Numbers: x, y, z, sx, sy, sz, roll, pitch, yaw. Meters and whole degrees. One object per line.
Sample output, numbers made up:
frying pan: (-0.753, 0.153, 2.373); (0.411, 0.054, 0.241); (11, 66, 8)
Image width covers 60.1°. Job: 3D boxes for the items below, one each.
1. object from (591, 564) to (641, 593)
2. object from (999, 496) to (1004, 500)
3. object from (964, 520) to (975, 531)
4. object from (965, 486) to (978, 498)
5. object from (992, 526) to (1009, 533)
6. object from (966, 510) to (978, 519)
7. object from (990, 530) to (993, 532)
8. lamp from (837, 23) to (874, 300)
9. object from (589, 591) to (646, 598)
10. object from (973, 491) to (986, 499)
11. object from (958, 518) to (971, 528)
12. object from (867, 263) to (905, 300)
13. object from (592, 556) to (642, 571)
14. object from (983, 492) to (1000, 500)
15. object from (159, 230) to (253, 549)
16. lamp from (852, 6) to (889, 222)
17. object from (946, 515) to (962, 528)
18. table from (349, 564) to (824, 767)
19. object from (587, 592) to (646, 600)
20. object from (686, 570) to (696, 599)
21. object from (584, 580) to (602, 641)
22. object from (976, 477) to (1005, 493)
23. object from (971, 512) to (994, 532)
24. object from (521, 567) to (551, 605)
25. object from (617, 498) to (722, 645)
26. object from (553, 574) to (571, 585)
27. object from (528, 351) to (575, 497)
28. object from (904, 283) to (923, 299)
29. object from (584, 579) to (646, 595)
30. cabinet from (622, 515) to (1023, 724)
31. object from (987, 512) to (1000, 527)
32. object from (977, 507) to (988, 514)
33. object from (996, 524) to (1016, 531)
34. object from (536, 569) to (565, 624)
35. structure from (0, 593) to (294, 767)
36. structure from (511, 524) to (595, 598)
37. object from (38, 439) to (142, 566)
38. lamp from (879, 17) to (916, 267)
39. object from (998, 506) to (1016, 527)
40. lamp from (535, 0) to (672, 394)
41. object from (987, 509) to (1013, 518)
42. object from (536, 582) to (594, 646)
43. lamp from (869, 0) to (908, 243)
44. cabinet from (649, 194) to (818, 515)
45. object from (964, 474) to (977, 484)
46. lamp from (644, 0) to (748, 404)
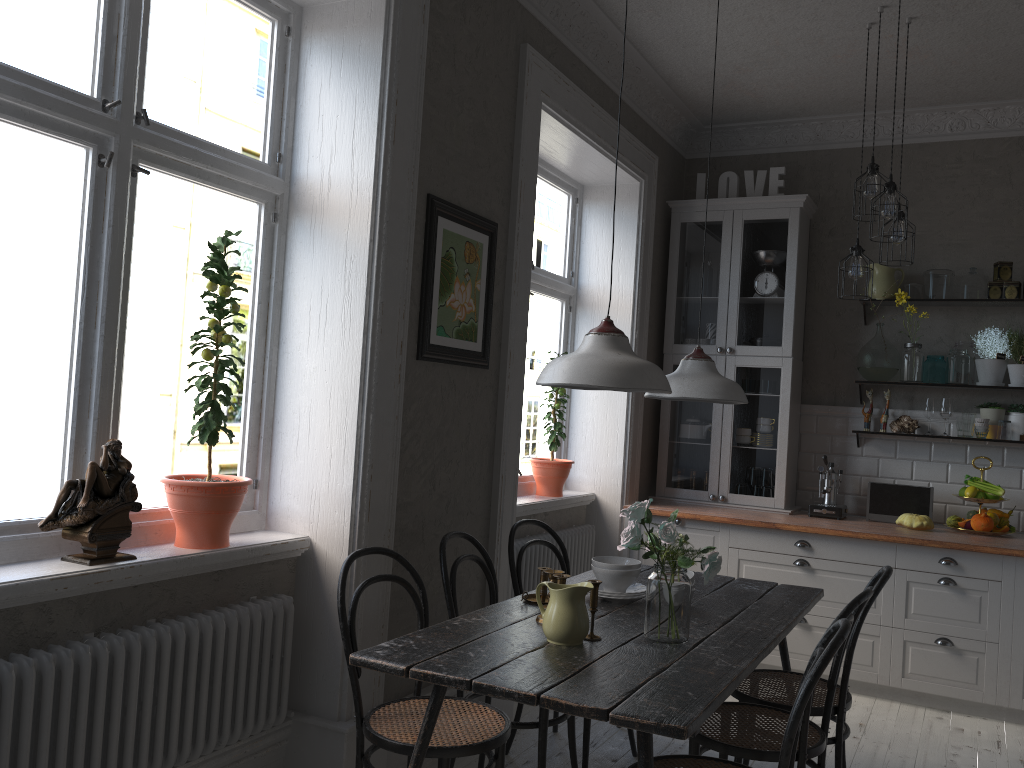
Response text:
object: (0.371, 0.700, 3.177); (0.177, 0.094, 0.182); (3, -2, 18)
object: (2.665, 0.623, 4.848); (0.051, 0.050, 0.050); (2, -2, 36)
object: (2.521, 0.781, 4.898); (0.069, 0.076, 0.231); (3, -1, 10)
object: (2.508, 0.591, 4.837); (0.080, 0.069, 0.058); (5, -2, -44)
object: (2.634, 0.784, 4.778); (0.069, 0.051, 0.089); (4, -2, -15)
object: (2.598, 0.740, 4.945); (0.157, 0.076, 0.077); (5, -2, -37)
object: (2.575, 0.787, 4.814); (0.070, 0.065, 0.070); (5, -2, -42)
lamp: (1.663, -1.268, 4.182); (0.147, 1.735, 0.146); (4, -2, -6)
object: (0.369, 0.744, 3.176); (0.238, 0.027, 0.236); (4, -1, -5)
object: (2.550, 0.616, 4.832); (0.062, 0.061, 0.068); (3, -2, 27)
object: (2.501, 0.770, 4.891); (0.090, 0.057, 0.084); (4, -2, -31)
object: (2.221, -0.603, 5.289); (0.187, 0.216, 0.177); (2, -2, 41)
object: (0.373, 0.680, 3.177); (0.177, 0.094, 0.182); (3, -2, 18)
object: (2.615, 0.622, 4.839); (0.075, 0.062, 0.100); (4, -1, 0)
object: (-0.922, 0.003, 2.739); (0.274, 0.991, 0.266); (4, -2, -24)
lamp: (1.669, -1.612, 4.020); (0.145, 1.735, 0.148); (3, -2, 14)
object: (2.483, 0.767, 4.941); (0.154, 0.072, 0.075); (5, -2, -34)
table: (0.404, 1.129, 2.936); (0.889, 0.735, 1.952); (3, -2, 28)
object: (0.368, 0.753, 3.176); (0.232, 0.027, 0.242); (2, -2, 45)
object: (0.582, 0.719, 3.120); (0.122, 0.119, 0.130); (2, -2, 43)
object: (0.238, 0.661, 2.593); (0.058, 0.167, 0.060); (2, -2, 41)
object: (2.643, 0.568, 4.899); (0.090, 0.096, 0.177); (5, -2, -43)
object: (2.526, 0.742, 4.758); (0.113, 0.111, 0.111); (4, -2, -6)
object: (0.109, 0.691, 3.049); (0.138, 0.112, 0.140); (3, -2, 10)
object: (0.465, 0.551, 2.625); (0.306, 0.414, 0.255); (3, -2, 25)
object: (0.146, 0.654, 2.679); (0.063, 0.172, 0.060); (5, -2, -41)
object: (0.236, 0.219, 4.976); (0.265, 0.813, 0.255); (5, -2, -36)
object: (2.385, -0.540, 5.269); (0.101, 0.111, 0.105); (3, -2, 27)
object: (0.369, 0.736, 3.176); (0.242, 0.027, 0.232); (5, -2, -40)
cabinet: (2.102, 1.188, 3.658); (2.012, 0.854, 4.145); (4, -2, -16)
object: (2.597, 0.736, 4.808); (0.089, 0.078, 0.087); (5, -2, -37)
object: (2.623, 0.730, 4.926); (0.084, 0.093, 0.088); (3, -2, 23)
object: (2.677, 0.780, 4.896); (0.055, 0.044, 0.213); (4, -2, -24)
object: (0.127, 0.656, 2.770); (0.095, 0.172, 0.096); (3, -2, 8)
structure: (-1.032, 0.873, 2.404); (0.146, 0.428, 1.243); (3, -2, 26)
structure: (0.165, 1.005, 4.684); (0.146, 0.428, 1.243); (3, -2, 26)
object: (-1.126, 0.312, 2.376); (0.118, 0.329, 0.241); (3, -2, 29)
lamp: (1.825, -1.419, 4.107); (0.145, 1.735, 0.148); (3, -2, 14)
object: (2.693, 0.721, 4.835); (0.128, 0.120, 0.060); (5, -2, -39)
lamp: (0.312, -0.908, 2.484); (0.386, 1.859, 0.373); (4, -2, -25)
object: (2.673, 0.714, 4.854); (0.125, 0.056, 0.060); (3, -2, 19)
object: (0.150, 0.652, 2.542); (0.151, 0.170, 0.134); (4, -2, -12)
lamp: (1.670, -1.486, 3.831); (0.148, 1.735, 0.145); (4, -2, -16)
cabinet: (1.395, -0.174, 5.575); (0.864, 1.921, 0.394); (3, -2, 27)
object: (2.532, 0.529, 4.884); (0.072, 0.058, 0.051); (3, -2, 3)
lamp: (0.735, -0.862, 3.288); (0.372, 1.859, 0.387); (3, -2, 35)
